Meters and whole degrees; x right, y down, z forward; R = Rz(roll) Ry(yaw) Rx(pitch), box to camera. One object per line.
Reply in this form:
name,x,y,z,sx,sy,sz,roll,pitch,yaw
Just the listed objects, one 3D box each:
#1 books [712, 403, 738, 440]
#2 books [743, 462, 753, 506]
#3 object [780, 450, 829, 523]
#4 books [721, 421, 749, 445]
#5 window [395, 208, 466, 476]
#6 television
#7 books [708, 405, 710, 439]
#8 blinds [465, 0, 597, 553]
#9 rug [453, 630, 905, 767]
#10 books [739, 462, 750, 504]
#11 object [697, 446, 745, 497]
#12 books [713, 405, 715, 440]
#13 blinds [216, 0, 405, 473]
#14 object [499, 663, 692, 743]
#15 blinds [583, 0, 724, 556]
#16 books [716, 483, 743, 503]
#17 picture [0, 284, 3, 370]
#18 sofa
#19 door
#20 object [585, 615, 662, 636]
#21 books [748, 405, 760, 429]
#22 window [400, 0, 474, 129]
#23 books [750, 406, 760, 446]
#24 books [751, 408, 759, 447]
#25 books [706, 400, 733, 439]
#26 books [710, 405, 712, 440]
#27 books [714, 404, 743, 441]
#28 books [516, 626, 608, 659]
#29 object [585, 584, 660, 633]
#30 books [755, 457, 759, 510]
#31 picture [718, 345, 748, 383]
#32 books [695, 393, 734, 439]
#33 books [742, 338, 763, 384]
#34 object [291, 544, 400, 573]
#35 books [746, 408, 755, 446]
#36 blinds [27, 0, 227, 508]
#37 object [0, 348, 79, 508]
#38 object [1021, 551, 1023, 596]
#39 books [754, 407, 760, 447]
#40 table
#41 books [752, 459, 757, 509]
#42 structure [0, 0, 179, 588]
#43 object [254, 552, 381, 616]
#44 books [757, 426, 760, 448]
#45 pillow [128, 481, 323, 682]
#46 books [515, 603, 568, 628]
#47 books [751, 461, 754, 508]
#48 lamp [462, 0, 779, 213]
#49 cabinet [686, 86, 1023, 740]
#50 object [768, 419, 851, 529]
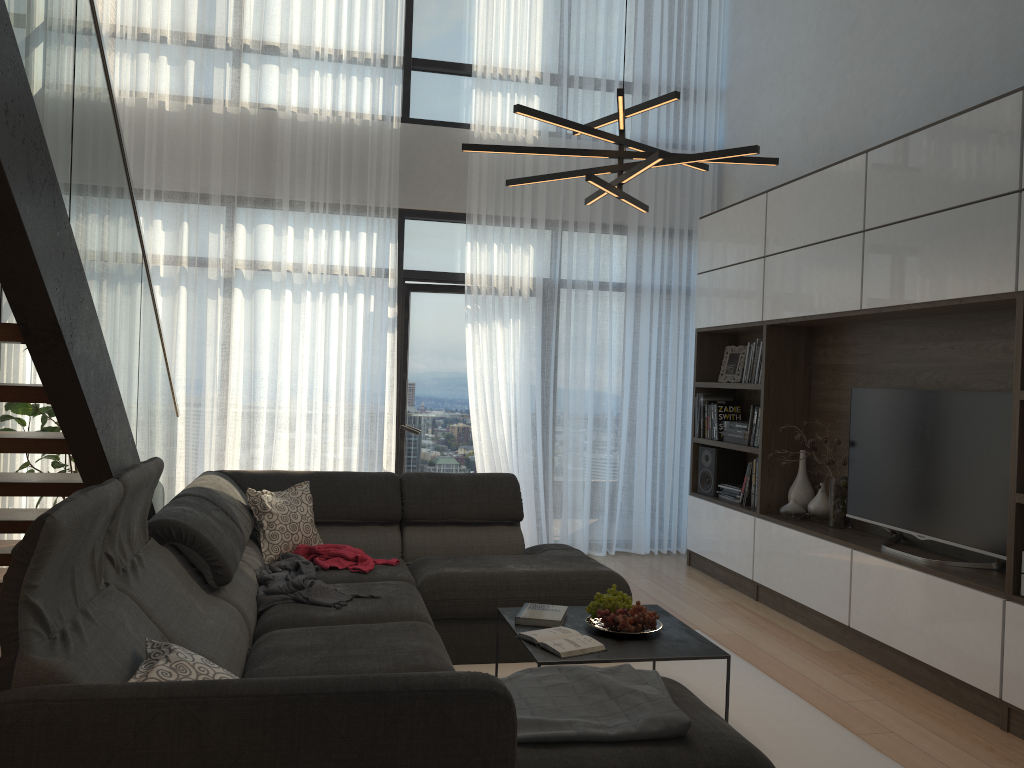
books,1.463,0.260,6.086,0.193,0.255,0.066,2,0,-13
books,1.603,0.641,5.681,0.210,0.289,0.100,2,0,-13
object,1.754,0.596,5.202,0.313,0.397,0.313,2,0,30
books,1.574,0.323,5.824,0.277,0.137,0.343,2,0,-12
window,-0.856,-0.027,6.503,4.808,2.501,0.119,2,0,-12
television,1.960,0.418,4.187,0.229,0.779,1.220,2,0,-12
books,1.449,0.267,6.160,0.189,0.240,0.053,2,0,-12
blinds,0.173,-1.545,6.395,0.858,5.579,0.589,2,0,-36
rug,0.479,1.282,3.282,1.606,0.013,2.496,2,0,-13
books,1.609,0.644,5.736,0.232,0.284,0.142,2,0,-12
object,1.462,0.611,6.231,0.244,0.331,0.214,2,0,-22
books,1.461,0.266,6.055,0.177,0.242,0.066,2,0,-13
blinds,-1.428,-1.599,6.128,1.374,5.581,0.218,2,0,-14
object,0.187,0.991,2.470,0.548,0.369,0.685,2,0,-5
blinds,1.023,-1.515,6.662,1.163,5.581,0.218,2,0,-15
books,1.519,0.731,5.949,0.204,0.099,0.325,2,0,-12
picture,-2.921,-0.566,4.806,0.025,0.990,0.871,2,0,-12
sofa,-0.350,0.764,3.390,2.108,0.995,3.169,2,0,-12
door,-0.306,0.242,6.735,1.118,1.976,0.206,2,0,-2
object,0.428,0.928,3.408,0.295,0.026,0.295,2,0,-19
books,1.587,0.264,5.588,0.197,0.260,0.066,2,0,-12
window,-0.746,-3.125,6.485,4.808,2.500,0.119,2,0,-12
books,1.594,0.267,5.542,0.192,0.254,0.075,2,0,-13
books,1.587,0.272,5.514,0.179,0.243,0.071,2,0,-13
books,1.447,0.251,6.192,0.202,0.268,0.053,2,0,-13
books,1.445,0.264,6.111,0.169,0.242,0.050,2,0,-13
books,1.472,0.262,6.022,0.191,0.249,0.083,2,0,-12
books,0.176,0.922,3.193,0.199,0.025,0.294,2,0,-33
object,0.439,0.859,3.403,0.256,0.173,0.279,2,0,-15
books,1.641,0.625,5.556,0.237,0.326,0.026,2,0,-12
picture,1.577,-0.139,6.275,0.114,0.270,0.216,2,0,-31
books,1.433,0.228,6.280,0.259,0.321,0.128,2,0,-12
books,1.656,-0.147,5.734,0.185,0.299,0.367,2,0,-12
object,-0.821,0.796,4.109,0.536,0.077,0.323,2,0,22
books,1.564,0.273,5.561,0.172,0.242,0.069,2,0,-11
blinds,-2.481,-1.635,5.872,1.223,5.581,0.218,2,0,-15
object,-2.798,0.427,5.471,0.528,1.463,0.774,2,0,8
object,2.092,0.730,3.269,0.270,0.174,0.285,2,0,-12
books,1.606,0.270,5.479,0.191,0.249,0.084,2,0,-12
table,0.350,1.101,3.394,0.700,0.323,0.700,2,0,-12
books,1.631,0.631,5.588,0.237,0.314,0.034,2,0,-12
structure,-1.684,-0.278,1.658,1.289,3.460,5.660,2,0,-12
object,-0.917,0.821,3.668,0.411,0.118,0.905,2,0,-36
books,1.615,0.266,5.446,0.197,0.260,0.066,2,0,-12
pillow,-0.914,0.686,3.158,0.386,0.364,2.734,2,0,-9
books,0.119,0.915,3.514,0.179,0.029,0.225,2,0,11
books,1.619,0.638,5.618,0.213,0.301,0.028,2,0,-12
lamp,0.471,-2.524,3.339,1.200,3.645,0.831,2,0,-2
cabinet,1.875,0.085,4.424,0.338,2.494,4.036,2,0,-12
object,1.722,0.495,5.016,0.542,0.598,0.317,2,0,23
